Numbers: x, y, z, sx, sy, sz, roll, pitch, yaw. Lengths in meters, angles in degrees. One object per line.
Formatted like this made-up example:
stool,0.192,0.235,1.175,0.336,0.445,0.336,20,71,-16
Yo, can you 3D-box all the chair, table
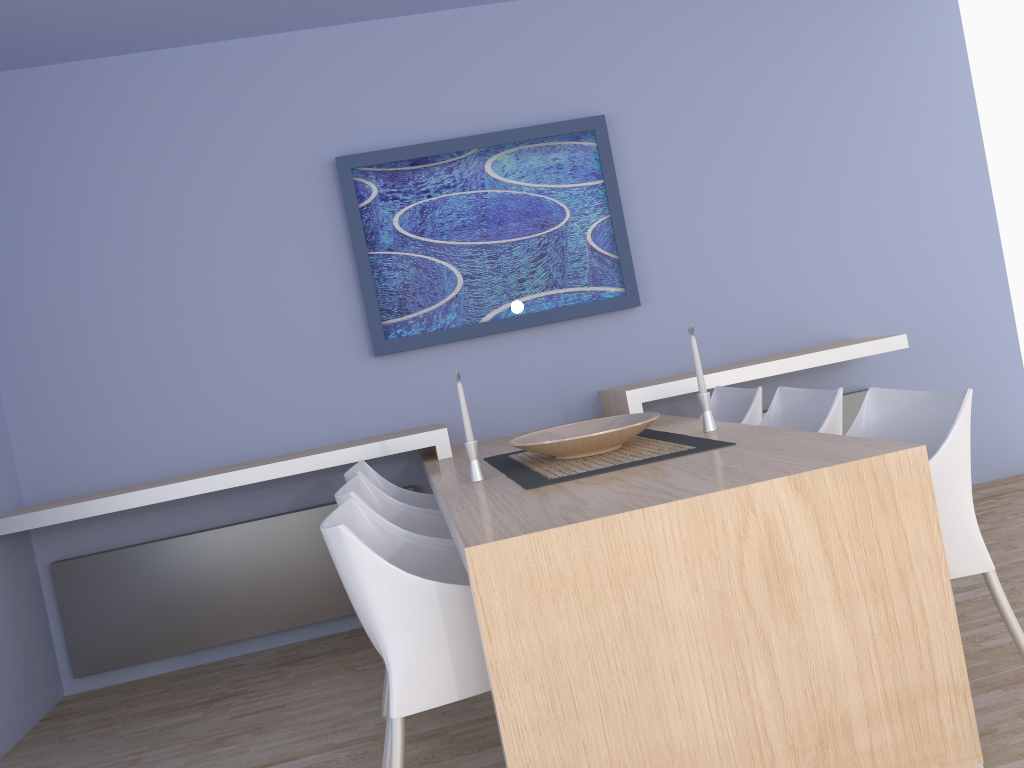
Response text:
chair,0.960,0.431,2.284,0.486,0.793,0.510,-11,2,-8
chair,0.876,0.430,2.874,0.486,0.793,0.510,-11,2,-7
chair,-0.235,0.652,2.695,0.486,0.793,0.510,-11,2,-8
chair,-0.316,0.652,3.264,0.486,0.793,0.510,-11,2,-8
chair,0.794,0.429,3.455,0.486,0.793,0.510,-11,2,-8
chair,-0.155,0.653,2.126,0.486,0.793,0.510,-11,2,-8
table,0.298,0.577,2.985,1.002,0.718,2.340,-11,2,-8

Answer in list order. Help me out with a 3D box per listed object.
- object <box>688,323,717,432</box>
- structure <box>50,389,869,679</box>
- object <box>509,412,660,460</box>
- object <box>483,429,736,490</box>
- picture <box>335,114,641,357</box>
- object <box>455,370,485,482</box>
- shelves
object,0.601,-0.022,2.830,0.045,0.349,0.045,-11,2,-8
structure,-0.054,0.639,4.068,3.843,0.503,0.064,-11,2,-8
object,0.240,0.181,2.871,0.493,0.081,0.493,-11,2,11
object,0.252,0.222,2.871,0.594,0.005,0.986,-11,2,-8
picture,-0.096,-0.686,4.061,1.252,0.901,0.049,-11,2,-8
object,-0.138,0.126,2.726,0.045,0.349,0.045,-10,2,34
shelves,-0.110,0.569,3.878,3.901,0.840,0.463,-11,2,-8
